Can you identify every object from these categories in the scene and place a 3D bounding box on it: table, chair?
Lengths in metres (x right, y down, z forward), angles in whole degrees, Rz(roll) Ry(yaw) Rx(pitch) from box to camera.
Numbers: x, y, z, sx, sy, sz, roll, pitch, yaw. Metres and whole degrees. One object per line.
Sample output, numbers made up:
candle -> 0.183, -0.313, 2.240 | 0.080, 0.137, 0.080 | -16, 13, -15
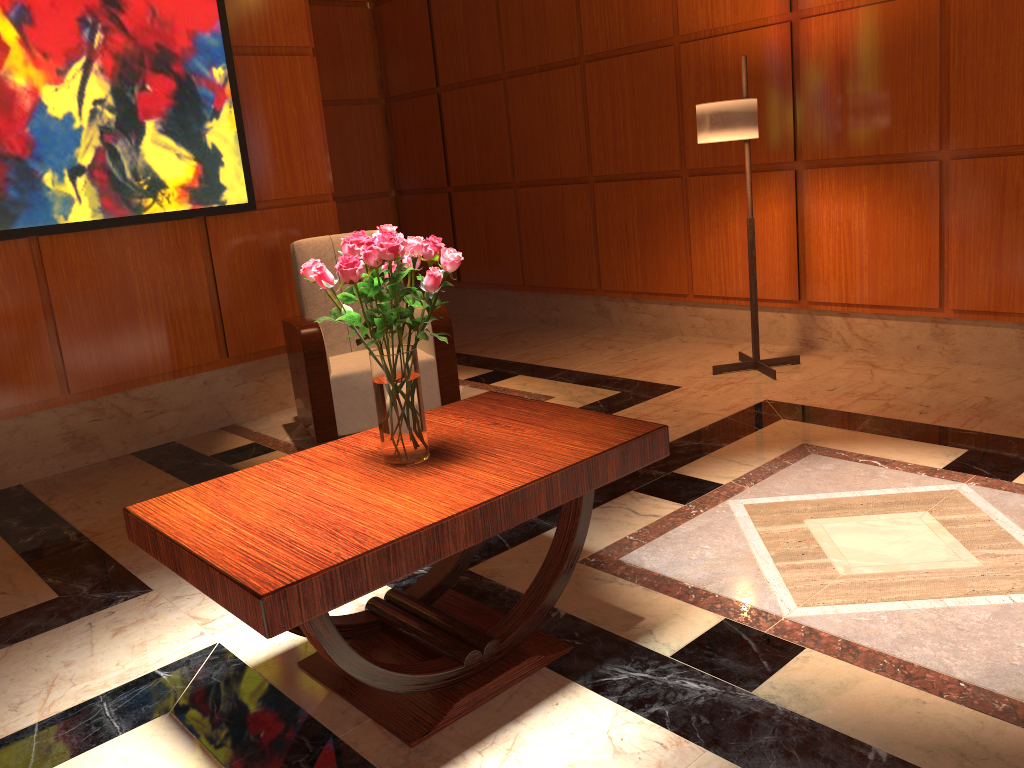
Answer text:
table -> -0.234, 0.459, 2.277 | 1.174, 0.530, 0.727 | -17, 18, -40
chair -> -0.743, -0.273, 4.487 | 0.739, 0.953, 0.632 | -11, 14, -21

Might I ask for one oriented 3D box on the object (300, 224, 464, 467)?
object -> -0.298, -0.095, 2.192 | 0.351, 0.591, 0.329 | -10, 13, -20

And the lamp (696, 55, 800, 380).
lamp -> 1.217, -0.859, 4.647 | 0.360, 1.647, 0.530 | 4, 16, 38

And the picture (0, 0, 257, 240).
picture -> -2.190, -1.530, 3.890 | 2.007, 1.722, 0.057 | -17, 16, -40
